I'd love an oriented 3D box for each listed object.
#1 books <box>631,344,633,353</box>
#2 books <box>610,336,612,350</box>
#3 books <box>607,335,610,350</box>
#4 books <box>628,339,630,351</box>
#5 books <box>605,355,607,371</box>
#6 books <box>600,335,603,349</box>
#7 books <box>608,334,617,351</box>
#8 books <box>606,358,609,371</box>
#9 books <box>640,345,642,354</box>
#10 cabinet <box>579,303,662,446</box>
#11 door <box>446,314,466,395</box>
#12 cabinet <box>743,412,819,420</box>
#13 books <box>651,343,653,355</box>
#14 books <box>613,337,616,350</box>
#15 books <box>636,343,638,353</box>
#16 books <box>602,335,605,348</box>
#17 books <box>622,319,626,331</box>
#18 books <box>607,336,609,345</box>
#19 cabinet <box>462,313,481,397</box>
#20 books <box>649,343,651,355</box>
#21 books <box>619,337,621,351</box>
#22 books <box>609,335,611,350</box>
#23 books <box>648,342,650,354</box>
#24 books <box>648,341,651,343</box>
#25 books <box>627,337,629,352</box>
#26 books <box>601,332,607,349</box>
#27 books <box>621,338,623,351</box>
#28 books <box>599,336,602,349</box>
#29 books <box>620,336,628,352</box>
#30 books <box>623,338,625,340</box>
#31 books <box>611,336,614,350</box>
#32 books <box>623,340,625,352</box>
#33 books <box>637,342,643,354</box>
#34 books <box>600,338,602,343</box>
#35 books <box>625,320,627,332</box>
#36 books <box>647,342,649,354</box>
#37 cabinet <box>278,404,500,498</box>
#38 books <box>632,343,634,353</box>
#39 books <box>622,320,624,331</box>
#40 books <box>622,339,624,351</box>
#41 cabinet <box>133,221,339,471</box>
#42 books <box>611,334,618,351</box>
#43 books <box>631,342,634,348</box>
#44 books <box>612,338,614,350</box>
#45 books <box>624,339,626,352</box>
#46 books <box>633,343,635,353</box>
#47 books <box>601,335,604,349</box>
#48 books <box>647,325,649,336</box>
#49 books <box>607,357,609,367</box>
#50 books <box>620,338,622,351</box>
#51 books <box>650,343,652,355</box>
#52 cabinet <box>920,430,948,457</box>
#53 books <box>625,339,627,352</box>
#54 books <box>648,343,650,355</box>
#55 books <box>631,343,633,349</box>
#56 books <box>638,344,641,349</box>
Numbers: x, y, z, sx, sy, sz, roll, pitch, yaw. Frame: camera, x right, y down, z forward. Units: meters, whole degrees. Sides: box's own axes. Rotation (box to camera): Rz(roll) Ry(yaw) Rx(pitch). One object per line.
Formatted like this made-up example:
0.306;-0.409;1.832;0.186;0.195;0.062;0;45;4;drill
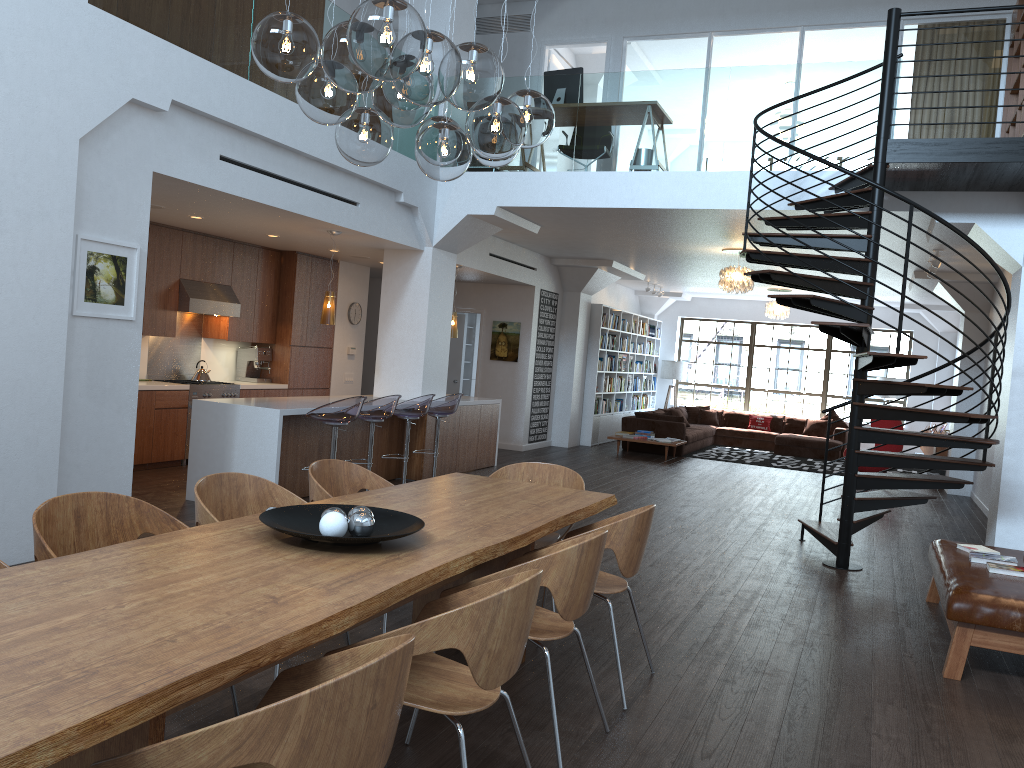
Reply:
2.262;-0.696;17.151;0.126;0.173;0.032;5;2;22;books
1.690;-0.732;15.788;0.171;0.246;0.039;5;2;22;books
1.628;-0.736;15.635;0.183;0.253;0.042;5;2;22;books
2.143;-0.735;16.851;0.159;0.250;0.026;5;2;22;books
1.549;-0.375;15.526;0.197;0.283;0.065;5;2;22;books
1.464;-0.723;15.200;0.152;0.232;0.104;5;2;22;books
1.794;-0.753;16.070;0.198;0.284;0.049;5;2;22;books
1.609;-0.352;15.651;0.174;0.239;0.045;5;2;22;books
2.531;-0.701;17.811;0.128;0.178;0.022;5;2;22;books
2.074;-0.168;17.148;0.461;2.414;4.500;5;2;22;cabinet
-1.226;-0.174;14.864;0.826;2.032;0.174;5;2;22;door
5.531;0.969;18.319;1.520;0.625;0.350;5;2;22;cabinet
2.855;-0.740;18.622;0.183;0.253;0.034;5;2;22;books
1.766;-0.729;15.958;0.174;0.240;0.054;5;2;22;books
2.396;-0.712;17.472;0.146;0.202;0.027;5;2;22;books
1.506;-0.728;15.307;0.174;0.242;0.105;5;2;22;books
2.037;-1.096;16.530;0.140;0.231;0.042;5;2;22;books
1.592;-0.726;15.552;0.174;0.236;0.142;5;2;23;books
-1.149;-0.662;15.536;0.527;2.991;2.630;5;2;22;cabinet
2.799;-0.738;18.450;0.183;0.253;0.034;5;2;22;books
1.904;-0.736;16.264;0.182;0.253;0.034;5;2;22;books
1.655;-0.739;15.717;0.180;0.259;0.042;5;2;22;books
2.736;-0.738;18.301;0.183;0.253;0.034;5;2;22;books
2.805;-0.758;18.485;0.176;0.290;0.036;5;2;22;books
2.103;-0.753;16.788;0.197;0.283;0.065;5;2;22;books
1.546;-0.751;15.374;0.176;0.290;0.053;5;2;22;books
1.966;-0.736;16.427;0.182;0.253;0.034;5;2;22;books
1.448;-0.716;15.174;0.161;0.218;0.101;5;2;22;books
2.084;-0.756;16.730;0.176;0.290;0.053;5;2;22;books
2.019;-0.736;16.573;0.159;0.250;0.026;5;2;22;books
1.714;-0.736;15.857;0.183;0.253;0.042;5;2;22;books
2.015;-0.721;16.547;0.161;0.223;0.027;5;2;22;books
2.578;-0.728;17.938;0.140;0.231;0.042;5;2;22;books
1.422;-0.698;15.101;0.161;0.182;0.170;5;2;22;books
2.072;-1.096;16.621;0.140;0.231;0.042;5;2;22;books
2.720;-0.739;18.272;0.183;0.253;0.034;5;2;22;books
-1.456;0.616;9.483;0.898;0.796;4.493;5;2;22;cabinet
2.282;-0.706;17.204;0.139;0.191;0.036;5;2;22;books
1.980;-1.080;16.373;0.146;0.202;0.027;5;2;22;books
1.983;-0.726;16.496;0.167;0.230;0.037;5;2;22;books
-3.655;-0.405;9.388;0.598;2.499;5.299;5;2;22;cabinet
1.830;-0.755;16.111;0.176;0.291;0.053;5;2;22;books
2.289;-0.712;17.235;0.146;0.202;0.027;5;2;22;books
1.741;-0.720;15.886;0.161;0.223;0.032;5;2;22;books
2.036;-0.734;16.611;0.170;0.245;0.057;5;2;22;books
2.308;-0.711;17.257;0.146;0.202;0.027;5;2;22;books
1.478;-0.724;15.228;0.172;0.235;0.112;5;2;22;books
2.713;-1.095;18.169;0.161;0.223;0.032;5;2;22;books
1.625;-0.355;15.699;0.170;0.245;0.057;5;2;22;books
1.928;-0.729;16.334;0.174;0.239;0.045;5;2;22;books
2.824;-0.742;18.529;0.180;0.259;0.060;5;2;22;books
7.276;1.086;15.014;0.459;0.350;4.501;5;2;22;cabinet
2.058;-0.730;16.658;0.174;0.239;0.045;5;2;22;books
2.750;-0.735;18.344;0.171;0.246;0.057;5;2;22;books
2.272;-0.699;17.176;0.128;0.178;0.021;5;2;22;books
2.505;-0.704;17.770;0.134;0.184;0.030;5;2;22;books
